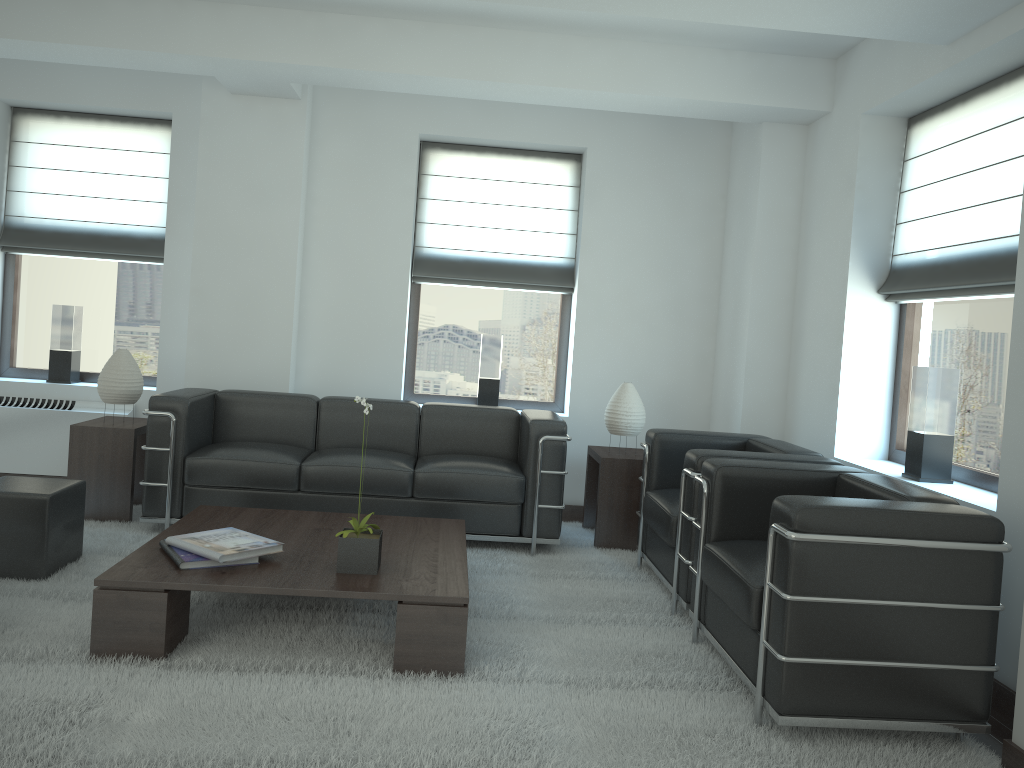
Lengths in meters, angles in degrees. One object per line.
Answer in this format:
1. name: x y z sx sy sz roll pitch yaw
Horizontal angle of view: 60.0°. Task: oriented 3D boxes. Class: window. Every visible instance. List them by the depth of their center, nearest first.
1. window: 3.256 -0.677 6.031 0.146 2.729 2.135 4 2 -4
2. window: -4.295 -1.382 9.122 1.700 2.730 0.146 4 1 -4
3. window: -0.208 -1.113 9.395 1.700 2.730 0.146 4 1 -4

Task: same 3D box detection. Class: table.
1. table: -1.267 1.227 5.592 1.936 0.441 1.923 4 3 -4
2. table: -3.474 0.755 7.803 0.526 0.844 0.787 4 2 -4
3. table: 0.983 1.048 8.101 0.526 0.844 0.787 4 2 -4

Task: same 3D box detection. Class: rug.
1. rug: -0.954 1.413 6.042 6.251 0.110 5.176 4 3 -4

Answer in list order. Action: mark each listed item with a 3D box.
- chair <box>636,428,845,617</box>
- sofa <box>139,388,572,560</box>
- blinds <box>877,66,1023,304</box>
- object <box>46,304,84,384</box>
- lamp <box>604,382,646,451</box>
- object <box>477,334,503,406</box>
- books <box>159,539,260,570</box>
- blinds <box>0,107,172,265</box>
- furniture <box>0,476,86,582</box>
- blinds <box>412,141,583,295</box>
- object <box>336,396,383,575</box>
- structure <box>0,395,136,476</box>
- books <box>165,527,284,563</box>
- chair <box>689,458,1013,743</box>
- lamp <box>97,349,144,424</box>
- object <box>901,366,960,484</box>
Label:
1. chair: 1.601 1.007 6.581 1.123 1.169 1.648 4 3 -4
2. sofa: -1.295 0.740 7.711 3.476 1.169 1.125 4 2 -4
3. blinds: 3.132 -1.314 6.001 0.222 1.475 2.126 4 3 -4
4. object: -4.480 -0.401 8.902 0.238 0.775 0.243 4 2 -4
5. lamp: 1.022 0.308 8.021 0.375 0.654 0.374 5 2 25
6. object: -0.232 -0.122 9.185 0.238 0.775 0.243 4 2 -4
7. books: -1.764 0.974 5.157 0.445 0.045 0.519 2 4 -33
8. blinds: -4.233 -1.997 8.947 1.686 1.475 0.222 4 2 -4
9. furniture: -3.336 0.972 6.061 0.588 0.579 0.603 4 2 -4
10. blinds: -0.147 -1.728 9.220 1.686 1.475 0.222 4 2 -4
11. object: -0.859 0.566 5.107 0.252 0.991 0.336 4 2 -4
12. structure: -4.460 0.510 8.609 1.461 0.726 0.194 4 2 -4
13. books: -1.671 0.934 5.166 0.519 0.045 0.446 6 4 37
14. chair: 1.703 1.111 4.900 1.123 1.169 1.648 4 3 -4
15. lamp: -3.411 0.016 7.724 0.374 0.654 0.375 4 2 0
16. object: 2.876 0.274 6.076 0.238 0.775 0.243 4 2 -4
